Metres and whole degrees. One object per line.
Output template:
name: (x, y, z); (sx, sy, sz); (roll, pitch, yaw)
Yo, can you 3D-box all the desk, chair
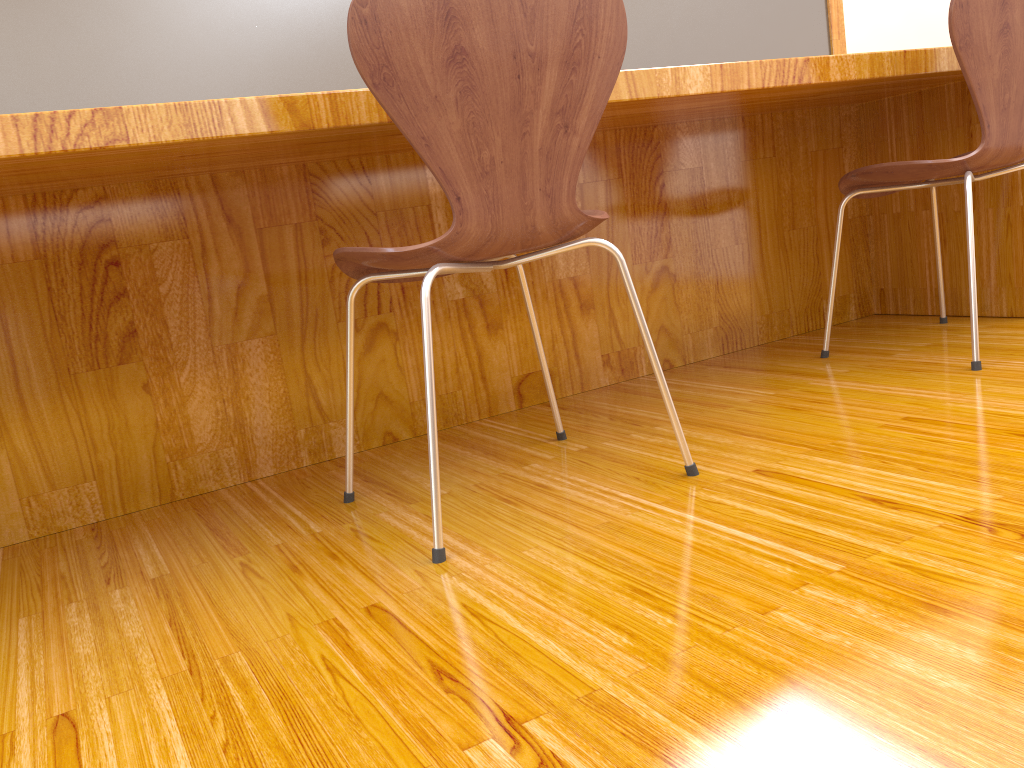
desk: (-0.524, -0.362, 1.769); (3.216, 1.022, 1.248); (-14, 12, -27)
chair: (-0.050, -0.170, 1.293); (0.428, 0.693, 0.381); (-14, 12, -27)
chair: (0.901, -0.417, 1.829); (0.428, 0.693, 0.381); (-14, 12, -27)
